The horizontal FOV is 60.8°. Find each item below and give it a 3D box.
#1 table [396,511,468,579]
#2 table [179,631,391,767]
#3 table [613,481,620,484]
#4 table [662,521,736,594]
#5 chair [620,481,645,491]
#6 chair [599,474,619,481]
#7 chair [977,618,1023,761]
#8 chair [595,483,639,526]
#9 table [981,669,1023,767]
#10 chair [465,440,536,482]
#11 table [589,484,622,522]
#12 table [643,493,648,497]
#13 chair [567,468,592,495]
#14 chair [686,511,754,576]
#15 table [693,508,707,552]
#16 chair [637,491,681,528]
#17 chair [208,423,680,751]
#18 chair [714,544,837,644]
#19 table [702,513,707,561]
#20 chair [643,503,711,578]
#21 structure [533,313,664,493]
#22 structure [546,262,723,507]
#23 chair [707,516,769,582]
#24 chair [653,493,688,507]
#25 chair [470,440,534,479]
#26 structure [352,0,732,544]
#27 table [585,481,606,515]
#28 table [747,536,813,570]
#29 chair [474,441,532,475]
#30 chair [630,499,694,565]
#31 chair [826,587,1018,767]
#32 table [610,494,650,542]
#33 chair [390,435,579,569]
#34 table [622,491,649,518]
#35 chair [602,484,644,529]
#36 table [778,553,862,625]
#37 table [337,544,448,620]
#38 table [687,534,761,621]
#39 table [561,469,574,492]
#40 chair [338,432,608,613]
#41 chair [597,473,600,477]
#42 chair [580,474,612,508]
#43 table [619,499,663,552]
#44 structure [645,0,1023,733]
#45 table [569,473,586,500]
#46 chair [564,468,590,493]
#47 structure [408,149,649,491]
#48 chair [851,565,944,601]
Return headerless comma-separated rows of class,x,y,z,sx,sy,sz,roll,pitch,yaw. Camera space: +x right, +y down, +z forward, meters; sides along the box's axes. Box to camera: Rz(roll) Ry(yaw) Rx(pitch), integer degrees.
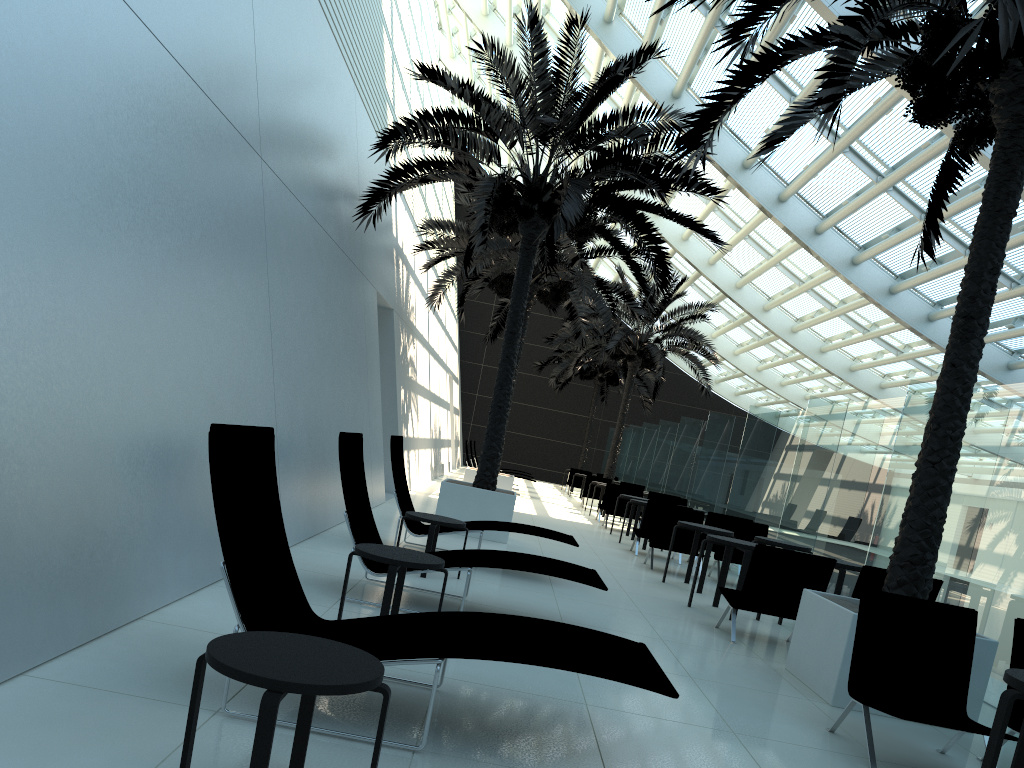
table,-0.738,1.469,7.948,0.542,0.521,0.562,12,1,42
table,-0.729,1.120,2.801,0.542,0.521,0.562,12,1,42
table,3.213,3.463,27.621,0.666,0.787,0.688,13,3,38
table,2.289,2.125,10.671,0.666,0.787,0.688,13,3,38
chair,3.201,3.104,23.223,0.716,0.894,0.881,11,1,0
chair,3.192,3.490,28.917,0.716,0.894,0.881,11,1,0
chair,3.231,1.853,4.766,0.716,0.894,0.881,11,1,0
chair,2.307,2.660,19.313,0.716,0.894,0.881,11,1,0
table,2.301,1.644,3.572,0.689,0.787,0.665,9,3,-43
chair,-0.325,2.263,23.287,2.038,1.167,0.914,11,3,-1
table,2.264,2.789,20.496,0.665,0.787,0.689,13,3,42
table,3.216,2.980,20.519,0.665,0.787,0.689,13,3,42
chair,2.277,3.306,28.895,0.716,0.894,0.881,11,1,0
chair,3.231,2.461,13.690,0.716,0.894,0.881,11,1,0
table,3.231,2.699,16.340,0.666,0.787,0.688,13,3,38
chair,3.222,2.843,19.336,0.716,0.894,0.881,11,1,0
chair,-0.293,0.952,3.937,2.038,1.167,0.914,11,3,-1
chair,2.326,1.884,7.870,0.716,0.894,0.881,11,1,0
table,3.225,2.597,14.874,0.665,0.787,0.689,13,3,42
chair,2.305,2.158,11.956,0.716,0.894,0.881,11,1,0
structure,3.307,0.693,33.208,4.507,7.076,4.713,10,4,-22
structure,3.294,0.136,25.059,4.844,7.077,4.383,11,4,-7
chair,3.220,2.342,11.979,0.716,0.894,0.881,11,1,0
chair,3.210,2.725,17.637,0.716,0.894,0.881,11,1,0
chair,-0.329,2.438,25.860,2.038,1.167,0.914,11,3,-1
structure,0.204,-1.303,11.560,4.694,6.889,4.192,10,4,-22
table,2.271,2.888,21.928,0.666,0.787,0.688,13,3,38
table,3.241,2.316,10.695,0.666,0.787,0.688,13,3,38
chair,-0.334,2.617,28.514,2.038,1.167,0.914,11,3,-1
chair,2.316,2.277,13.667,0.716,0.894,0.881,11,1,0
chair,2.317,1.670,4.743,0.716,0.894,0.881,11,1,0
table,2.280,2.508,16.317,0.666,0.787,0.688,13,3,38
chair,-0.302,1.301,9.084,2.038,1.167,0.914,11,3,-1
table,3.222,3.079,21.951,0.666,0.787,0.688,13,3,38
chair,2.295,2.542,17.615,0.716,0.894,0.881,11,1,0
table,3.234,2.205,9.077,0.665,0.787,0.689,13,3,42
table,-0.734,1.295,5.375,0.542,0.521,0.562,12,1,42
table,2.283,2.014,9.053,0.665,0.787,0.689,13,3,42
table,2.246,3.554,31.776,0.689,0.787,0.665,9,3,-43
chair,-0.298,1.126,6.511,2.038,1.167,0.914,11,3,-1
chair,3.203,3.607,30.616,0.716,0.894,0.881,11,1,0
chair,2.286,2.920,23.200,0.716,0.894,0.881,11,1,0
table,2.274,2.407,14.850,0.665,0.787,0.689,13,3,42
structure,3.331,-1.161,5.905,4.768,7.077,4.454,12,4,18
table,2.262,3.272,27.597,0.666,0.787,0.688,13,3,38
chair,2.288,3.424,30.593,0.716,0.894,0.881,11,1,0
structure,-0.001,-0.967,17.555,4.207,6.950,4.679,14,4,33
chair,3.241,2.068,7.893,0.716,0.894,0.881,11,1,0
